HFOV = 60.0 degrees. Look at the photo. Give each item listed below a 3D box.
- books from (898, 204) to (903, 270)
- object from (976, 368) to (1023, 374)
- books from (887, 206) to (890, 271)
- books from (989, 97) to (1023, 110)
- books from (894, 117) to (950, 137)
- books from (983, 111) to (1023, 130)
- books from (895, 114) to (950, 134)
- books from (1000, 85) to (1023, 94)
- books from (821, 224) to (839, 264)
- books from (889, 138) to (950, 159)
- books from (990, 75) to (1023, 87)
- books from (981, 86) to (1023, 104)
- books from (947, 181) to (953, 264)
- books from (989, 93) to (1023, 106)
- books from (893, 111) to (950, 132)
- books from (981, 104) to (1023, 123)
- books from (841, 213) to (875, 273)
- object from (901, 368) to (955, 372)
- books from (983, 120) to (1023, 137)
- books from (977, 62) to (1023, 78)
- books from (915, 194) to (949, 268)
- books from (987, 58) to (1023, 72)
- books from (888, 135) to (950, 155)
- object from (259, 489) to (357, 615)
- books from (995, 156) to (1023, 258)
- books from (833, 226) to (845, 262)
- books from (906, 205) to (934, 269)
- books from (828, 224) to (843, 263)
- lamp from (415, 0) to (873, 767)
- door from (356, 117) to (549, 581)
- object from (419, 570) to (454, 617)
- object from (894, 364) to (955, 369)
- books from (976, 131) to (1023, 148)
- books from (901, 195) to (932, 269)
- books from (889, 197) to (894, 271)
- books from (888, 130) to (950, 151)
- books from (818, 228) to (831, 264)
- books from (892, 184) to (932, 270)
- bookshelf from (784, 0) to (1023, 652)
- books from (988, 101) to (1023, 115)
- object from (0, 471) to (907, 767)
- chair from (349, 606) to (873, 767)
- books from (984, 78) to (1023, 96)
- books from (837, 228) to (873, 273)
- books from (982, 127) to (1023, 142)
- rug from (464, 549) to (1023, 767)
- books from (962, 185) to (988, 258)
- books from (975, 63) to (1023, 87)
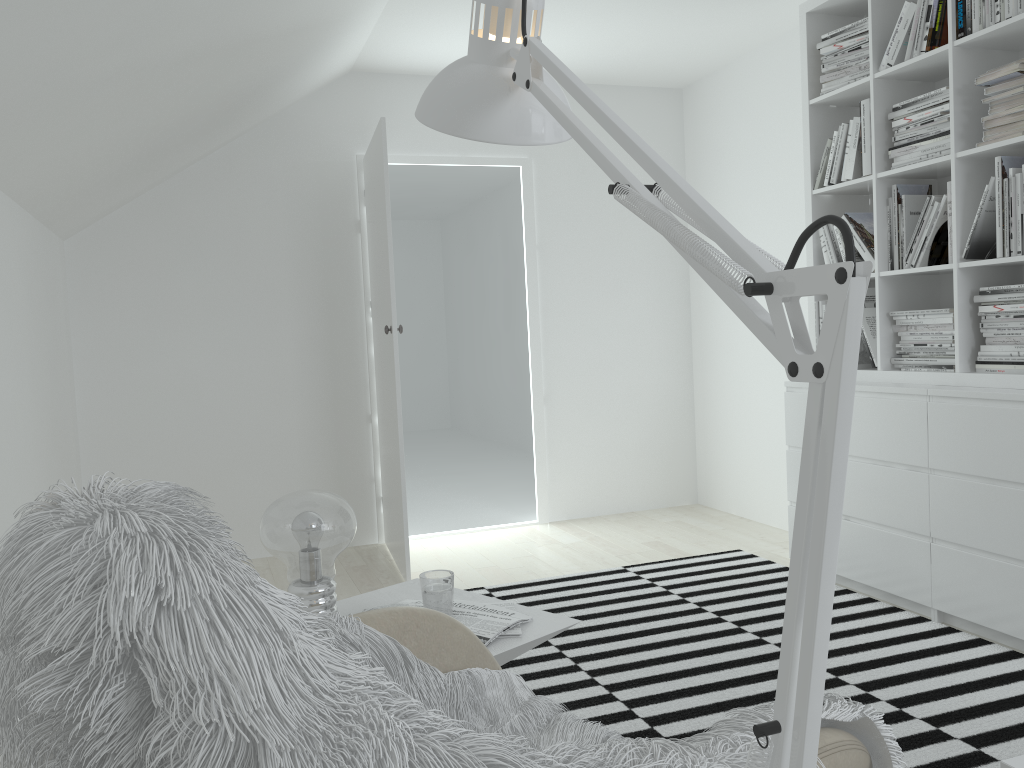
[{"bbox_3d":[1.557,-0.564,3.413,0.161,0.254,0.013,-4,3,-19],"label":"books"},{"bbox_3d":[1.775,-0.049,2.976,0.232,0.014,0.314,-4,3,-20],"label":"object"},{"bbox_3d":[1.534,-0.567,3.459,0.161,0.254,0.012,-4,3,-19],"label":"books"},{"bbox_3d":[1.746,-0.922,2.936,0.263,0.017,0.167,-4,3,-24],"label":"books"},{"bbox_3d":[1.571,-0.946,3.278,0.161,0.012,0.254,-4,3,-19],"label":"books"},{"bbox_3d":[1.733,-0.866,2.935,0.296,0.028,0.180,-5,4,-29],"label":"books"},{"bbox_3d":[1.580,-0.958,3.269,0.159,0.012,0.285,-4,3,-19],"label":"books"},{"bbox_3d":[1.744,-0.962,2.945,0.256,0.013,0.161,-4,3,-14],"label":"books"},{"bbox_3d":[1.404,-0.568,3.728,0.172,0.235,0.112,-4,3,-19],"label":"books"},{"bbox_3d":[1.605,-0.871,3.290,0.232,0.014,0.314,-4,3,-20],"label":"books"},{"bbox_3d":[1.739,-0.995,2.933,0.254,0.013,0.161,-4,3,-24],"label":"books"},{"bbox_3d":[1.727,-0.948,2.931,0.285,0.012,0.159,-4,3,-19],"label":"books"},{"bbox_3d":[1.648,-0.579,3.194,0.180,0.296,0.028,-4,3,-19],"label":"books"},{"bbox_3d":[1.736,-0.937,2.941,0.254,0.012,0.161,-5,4,-29],"label":"books"},{"bbox_3d":[1.564,-0.970,3.286,0.161,0.013,0.256,-4,3,-14],"label":"books"},{"bbox_3d":[1.733,-0.888,2.919,0.288,0.016,0.182,-4,3,-14],"label":"books"},{"bbox_3d":[1.465,-0.572,3.571,0.176,0.255,0.226,-4,3,-19],"label":"books"},{"bbox_3d":[1.616,-0.057,3.323,0.161,0.012,0.254,-4,3,-19],"label":"object"},{"bbox_3d":[1.737,-0.842,2.939,0.273,0.021,0.174,-4,3,-19],"label":"books"},{"bbox_3d":[1.719,-1.032,2.935,0.285,0.012,0.159,-4,3,-14],"label":"books"},{"bbox_3d":[1.619,-0.561,3.282,0.182,0.257,0.158,-4,3,-19],"label":"books"},{"bbox_3d":[1.735,-1.046,2.935,0.254,0.012,0.161,-4,3,-19],"label":"books"},{"bbox_3d":[1.604,-0.886,3.294,0.232,0.014,0.308,-4,3,-22],"label":"books"},{"bbox_3d":[-0.391,0.344,1.722,0.185,0.279,0.185,-4,3,-25],"label":"object"},{"bbox_3d":[1.681,-0.586,2.945,0.176,0.331,0.025,-4,3,-19],"label":"books"},{"bbox_3d":[1.431,-0.558,3.673,0.161,0.218,0.101,-4,3,-19],"label":"books"},{"bbox_3d":[1.584,-0.546,3.318,0.161,0.226,0.137,-4,3,-19],"label":"books"},{"bbox_3d":[1.417,-0.565,3.699,0.152,0.232,0.104,-4,3,-19],"label":"books"},{"bbox_3d":[0.093,0.352,0.611,0.196,1.373,0.527,-4,3,-15],"label":"lamp"},{"bbox_3d":[-0.460,-0.181,4.581,0.688,2.055,1.397,-1,4,29],"label":"door"},{"bbox_3d":[-0.144,0.413,1.727,0.067,0.087,0.067,-4,3,-22],"label":"object"},{"bbox_3d":[1.607,-0.070,3.336,0.159,0.012,0.285,-4,3,-19],"label":"object"},{"bbox_3d":[1.728,-0.807,2.949,0.288,0.016,0.182,-4,3,-19],"label":"books"},{"bbox_3d":[1.575,-0.579,3.404,0.182,0.288,0.016,-4,3,-19],"label":"books"},{"bbox_3d":[1.534,-0.580,3.444,0.159,0.285,0.012,-4,3,-19],"label":"books"},{"bbox_3d":[1.612,-0.899,3.294,0.251,0.012,0.312,-4,3,-19],"label":"books"},{"bbox_3d":[1.400,-0.573,3.773,0.172,0.239,0.093,-4,3,-19],"label":"books"},{"bbox_3d":[1.549,-0.602,3.428,0.176,0.331,0.025,-4,3,-19],"label":"books"},{"bbox_3d":[1.621,-0.382,3.113,0.440,2.416,1.595,-4,3,-19],"label":"bookshelf"},{"bbox_3d":[1.743,-0.904,2.921,0.288,0.016,0.182,-5,4,-29],"label":"books"},{"bbox_3d":[-0.049,0.448,1.003,0.954,0.789,0.784,-5,4,-39],"label":"object"},{"bbox_3d":[-0.051,0.554,1.007,0.776,0.941,0.719,-6,4,-44],"label":"chair"},{"bbox_3d":[1.729,-0.977,2.936,0.273,0.021,0.174,-5,4,-29],"label":"books"},{"bbox_3d":[1.439,-0.553,3.635,0.161,0.213,0.118,-4,3,-19],"label":"books"},{"bbox_3d":[1.738,-0.823,2.935,0.288,0.016,0.182,-4,3,-24],"label":"books"},{"bbox_3d":[0.943,0.930,1.881,1.846,0.004,4.362,-4,3,-19],"label":"rug"},{"bbox_3d":[1.645,-0.555,3.035,0.161,0.235,0.118,-4,3,-19],"label":"books"},{"bbox_3d":[1.727,-1.013,2.927,0.331,0.025,0.176,-4,3,-19],"label":"books"}]
